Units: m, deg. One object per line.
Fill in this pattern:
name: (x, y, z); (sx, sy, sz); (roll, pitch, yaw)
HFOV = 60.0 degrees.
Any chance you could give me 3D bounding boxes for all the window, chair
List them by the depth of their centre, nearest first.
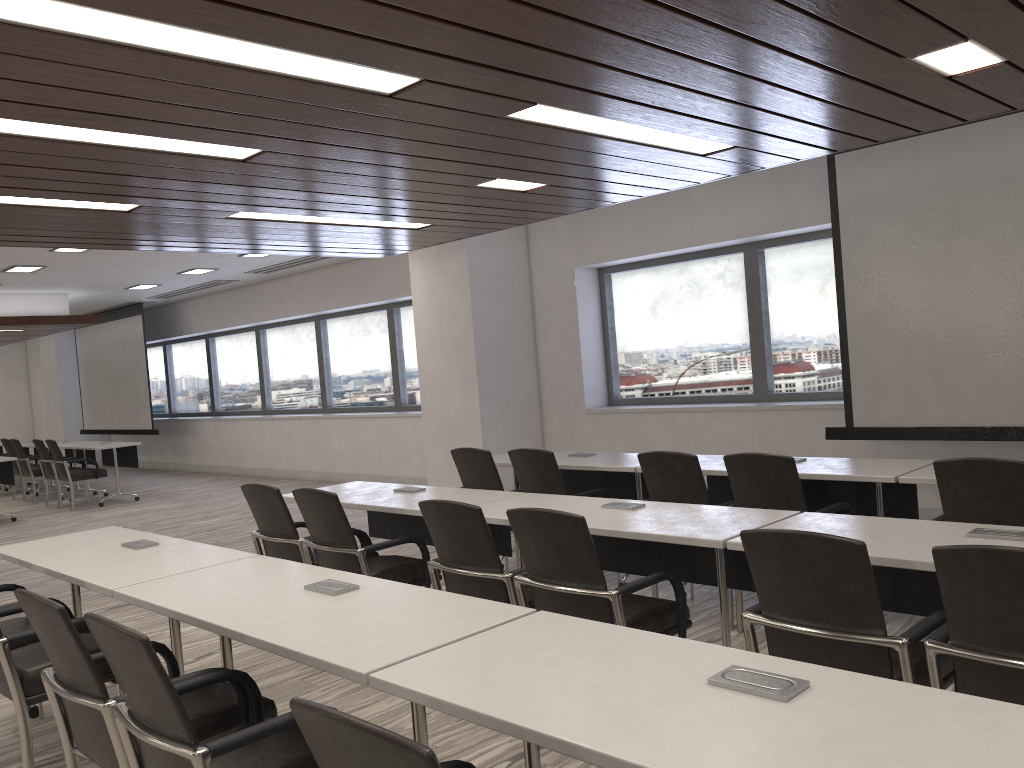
chair: (-0.013, 0.962, 1.627); (0.513, 0.939, 0.638); (-3, 2, 44)
chair: (1.430, 0.827, 2.325); (0.513, 0.939, 0.638); (-3, 2, 44)
chair: (-0.711, 1.000, 2.335); (0.638, 0.939, 0.513); (-6, 2, -44)
chair: (1.044, 0.849, 2.688); (0.638, 0.939, 0.513); (-6, 2, -44)
chair: (-1.088, 1.020, 2.694); (0.513, 0.939, 0.638); (-3, 2, 44)
chair: (0.351, 0.886, 3.390); (0.513, 0.939, 0.638); (-3, 2, 45)
chair: (-1.788, 1.058, 3.409); (0.513, 0.939, 0.638); (-3, 2, 44)
chair: (2.109, 0.735, 3.740); (0.638, 0.939, 0.513); (-6, 2, -45)
chair: (-0.015, 0.905, 3.763); (0.638, 0.939, 0.513); (-6, 2, -45)
chair: (-2.161, 1.078, 3.785); (0.513, 0.939, 0.638); (-3, 2, 45)
chair: (1.416, 0.771, 4.461); (0.638, 0.939, 0.513); (-6, 2, -45)
chair: (-0.716, 0.943, 4.479); (0.513, 0.939, 0.638); (-3, 2, 45)
chair: (1.044, 0.792, 4.829); (0.638, 0.939, 0.513); (-6, 2, -44)
chair: (-1.085, 0.962, 4.855); (0.513, 0.939, 0.638); (-3, 2, 44)
chair: (0.348, 0.829, 5.540); (0.638, 0.939, 0.513); (-6, 2, -45)
chair: (-0.030, 0.850, 5.899); (0.638, 0.939, 0.513); (-6, 2, -45)
window: (3.433, -0.617, 6.690); (0.118, 1.419, 6.968); (-6, 2, -45)
chair: (-5.697, 1.154, 11.622); (0.638, 0.939, 0.513); (-6, 2, -44)
chair: (-6.065, 1.174, 11.993); (0.513, 0.939, 0.638); (-3, 2, 45)
chair: (-6.770, 1.211, 12.704); (0.638, 0.939, 0.513); (-6, 2, -44)
chair: (-7.125, 1.230, 13.088); (0.513, 0.939, 0.638); (-3, 2, 44)
chair: (-7.833, 1.268, 13.780); (0.638, 0.939, 0.513); (-6, 2, -44)
chair: (-8.200, 1.288, 14.154); (0.638, 0.939, 0.513); (-6, 2, -44)
window: (-3.958, -0.220, 14.156); (0.118, 1.419, 10.452); (-6, 2, -45)

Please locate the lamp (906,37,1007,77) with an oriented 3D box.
lamp: (1.695, -1.257, 3.370); (0.421, 0.046, 0.236); (-6, 2, -45)

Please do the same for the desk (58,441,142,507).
desk: (-5.605, 1.206, 12.078); (0.577, 0.795, 1.509); (-6, 2, -45)

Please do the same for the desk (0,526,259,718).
desk: (-1.705, 1.111, 3.863); (0.577, 0.795, 1.509); (-6, 2, -45)

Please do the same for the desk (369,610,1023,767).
desk: (0.438, 0.996, 1.698); (0.577, 0.795, 1.509); (-6, 2, -45)

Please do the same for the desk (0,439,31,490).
desk: (-8.810, 1.378, 15.315); (0.577, 0.795, 1.509); (-6, 2, -45)

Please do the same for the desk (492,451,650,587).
desk: (0.426, 0.883, 5.985); (0.577, 0.795, 1.509); (-6, 2, -45)

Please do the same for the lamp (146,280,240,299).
lamp: (-2.529, -1.293, 7.957); (1.469, 0.552, 14.295); (-5, 2, -22)

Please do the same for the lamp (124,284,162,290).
lamp: (-5.219, -1.423, 12.540); (0.324, 0.120, 0.519); (-6, 2, -45)

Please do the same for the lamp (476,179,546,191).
lamp: (-0.006, -1.165, 5.089); (0.421, 0.046, 0.236); (-6, 2, -45)

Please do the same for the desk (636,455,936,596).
desk: (1.497, 0.825, 4.903); (0.577, 0.795, 1.509); (-6, 2, -45)

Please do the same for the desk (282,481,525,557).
desk: (-0.632, 0.996, 4.932); (0.577, 0.795, 1.509); (-6, 2, -45)

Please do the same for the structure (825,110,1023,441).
structure: (3.442, -0.824, 5.151); (0.438, 2.329, 3.550); (-6, 2, -45)

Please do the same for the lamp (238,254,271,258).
lamp: (-2.876, -1.548, 10.173); (0.324, 0.120, 0.519); (-6, 2, -45)

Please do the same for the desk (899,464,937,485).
desk: (2.569, 0.768, 3.820); (0.577, 0.795, 1.509); (-6, 2, -45)

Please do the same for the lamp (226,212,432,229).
lamp: (-1.148, -1.093, 5.813); (1.496, 0.045, 0.236); (-6, 2, -45)

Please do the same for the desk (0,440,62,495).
desk: (-7.740, 1.321, 14.234); (0.577, 0.795, 1.509); (-6, 2, -45)

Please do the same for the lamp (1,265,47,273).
lamp: (-5.452, -1.333, 9.895); (0.324, 0.120, 0.519); (-6, 2, -45)

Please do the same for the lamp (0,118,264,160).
lamp: (-1.676, -0.986, 3.426); (1.496, 0.045, 0.236); (-6, 2, -45)

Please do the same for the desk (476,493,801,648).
desk: (0.439, 0.939, 3.850); (0.577, 0.795, 1.509); (-6, 2, -45)

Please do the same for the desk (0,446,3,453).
desk: (-9.883, 1.436, 16.399); (0.577, 0.795, 1.509); (-6, 2, -45)

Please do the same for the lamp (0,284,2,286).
lamp: (-6.655, -1.269, 11.110); (0.324, 0.120, 0.519); (-6, 2, -45)

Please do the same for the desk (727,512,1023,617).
desk: (1.511, 0.881, 2.767); (0.577, 0.795, 1.509); (-6, 2, -45)

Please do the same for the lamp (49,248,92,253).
lamp: (-4.312, -1.395, 8.744); (0.324, 0.120, 0.519); (-6, 2, -45)

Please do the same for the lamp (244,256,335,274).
lamp: (-0.138, -1.461, 7.057); (1.499, 0.552, 12.001); (-5, 2, -28)

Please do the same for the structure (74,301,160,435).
structure: (-7.191, -0.253, 15.893); (0.438, 2.329, 3.550); (-6, 2, -45)

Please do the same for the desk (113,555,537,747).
desk: (-0.634, 1.054, 2.781); (0.577, 0.795, 1.509); (-6, 2, -45)

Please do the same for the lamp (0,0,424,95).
lamp: (-0.903, -1.028, 2.645); (1.496, 0.045, 0.236); (-6, 2, -45)

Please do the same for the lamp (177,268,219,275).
lamp: (-4.016, -1.487, 11.324); (0.324, 0.120, 0.519); (-6, 2, -45)

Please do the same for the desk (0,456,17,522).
desk: (-6.663, 1.320, 11.024); (0.577, 0.795, 1.509); (-6, 2, -45)

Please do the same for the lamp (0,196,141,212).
lamp: (-2.604, -0.937, 4.363); (1.496, 0.045, 0.236); (-6, 2, -45)

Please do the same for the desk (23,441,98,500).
desk: (-6.676, 1.264, 13.159); (0.577, 0.795, 1.509); (-6, 2, -45)

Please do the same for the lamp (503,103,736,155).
lamp: (0.554, -1.184, 4.095); (1.496, 0.045, 0.236); (-6, 2, -45)
